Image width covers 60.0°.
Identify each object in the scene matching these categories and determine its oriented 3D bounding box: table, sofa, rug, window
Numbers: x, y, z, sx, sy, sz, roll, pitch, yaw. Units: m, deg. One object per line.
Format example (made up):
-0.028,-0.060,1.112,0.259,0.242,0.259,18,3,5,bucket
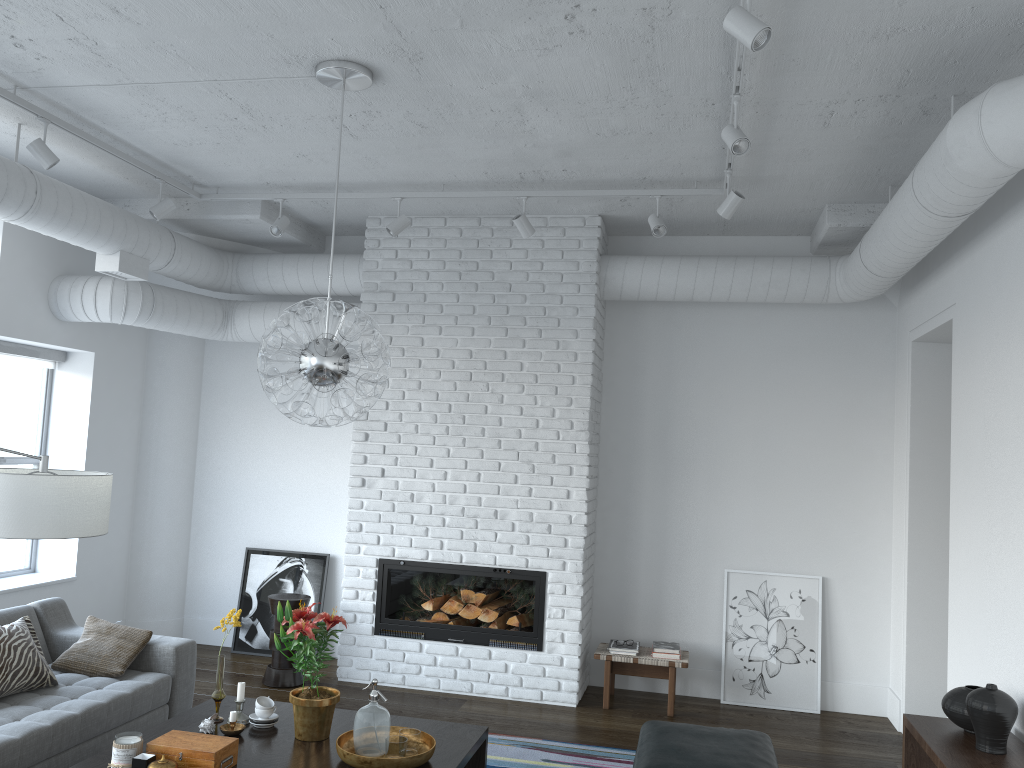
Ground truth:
1.649,1.622,2.953,0.375,0.617,1.362,2,-4,12,table
-1.505,1.703,5.922,0.282,0.558,0.281,4,-4,-9,table
-2.416,1.426,3.590,0.991,0.684,2.541,2,-4,12,sofa
-0.819,1.826,3.294,2.735,0.012,3.760,2,-4,12,rug
0.853,1.943,5.846,0.605,0.345,0.405,2,-4,12,table
-3.773,-0.032,4.105,0.107,2.340,4.566,2,-4,12,window
-0.891,1.624,3.364,1.306,0.394,1.362,2,-4,12,table

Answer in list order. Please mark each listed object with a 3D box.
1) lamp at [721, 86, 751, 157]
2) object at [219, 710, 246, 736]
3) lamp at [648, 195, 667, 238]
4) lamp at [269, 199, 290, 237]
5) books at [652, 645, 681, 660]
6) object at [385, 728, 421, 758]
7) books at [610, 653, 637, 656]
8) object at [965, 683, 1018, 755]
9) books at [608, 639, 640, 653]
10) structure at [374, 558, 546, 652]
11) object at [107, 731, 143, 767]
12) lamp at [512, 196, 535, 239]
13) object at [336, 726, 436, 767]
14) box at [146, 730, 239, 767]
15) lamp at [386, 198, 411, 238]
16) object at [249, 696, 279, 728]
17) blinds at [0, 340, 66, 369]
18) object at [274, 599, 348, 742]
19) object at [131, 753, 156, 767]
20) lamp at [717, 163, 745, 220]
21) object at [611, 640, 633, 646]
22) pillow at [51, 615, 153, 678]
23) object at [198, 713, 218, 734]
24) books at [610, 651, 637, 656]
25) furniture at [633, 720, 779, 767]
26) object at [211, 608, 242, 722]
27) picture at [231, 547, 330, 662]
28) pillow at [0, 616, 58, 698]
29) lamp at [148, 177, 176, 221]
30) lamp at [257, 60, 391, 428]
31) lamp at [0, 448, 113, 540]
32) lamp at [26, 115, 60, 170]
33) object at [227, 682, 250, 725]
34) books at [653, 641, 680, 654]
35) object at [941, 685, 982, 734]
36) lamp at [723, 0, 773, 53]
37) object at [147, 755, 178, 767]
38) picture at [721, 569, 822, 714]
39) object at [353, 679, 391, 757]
0.939,-1.090,3.724,0.094,0.285,0.154,4,-4,-15,lamp
-1.142,1.385,3.628,0.102,0.098,0.102,6,-6,-38,object
0.843,-0.987,5.150,0.093,0.285,0.154,4,-4,-10,lamp
-1.479,-1.070,5.648,0.095,0.285,0.154,2,-4,10,lamp
1.016,1.764,5.841,0.185,0.032,0.267,2,-4,10,books
-0.424,1.407,3.438,0.085,0.089,0.195,1,-5,21,object
0.748,1.765,5.884,0.172,0.011,0.273,2,-4,11,books
1.759,1.223,3.254,0.171,0.236,0.171,2,-5,17,object
0.745,1.739,5.887,0.202,0.019,0.280,2,-4,10,books
-0.289,1.519,6.189,1.168,0.578,0.675,2,-4,12,structure
-1.389,1.330,3.201,0.106,0.116,0.117,4,-4,-8,object
0.070,-1.015,5.319,0.154,0.285,0.097,6,-5,-37,lamp
-0.488,1.417,3.433,0.383,0.068,0.383,6,-5,-35,object
-1.172,1.356,3.251,0.294,0.093,0.169,2,-4,12,box
-0.700,-1.042,5.484,0.154,0.285,0.090,5,-5,-20,lamp
-1.050,1.391,3.763,0.121,0.113,0.124,0,-5,32,object
-3.317,-0.206,5.891,0.086,0.130,0.903,2,-4,12,blinds
-0.837,1.171,3.644,0.284,0.558,0.275,5,-5,-26,object
-1.298,1.341,3.126,0.058,0.055,0.058,2,-4,12,object
1.146,-1.008,4.657,0.104,0.285,0.154,6,-5,-37,lamp
0.732,1.712,5.900,0.134,0.038,0.093,5,-5,-21,object
-2.090,1.348,4.526,0.427,0.261,0.236,2,-4,14,pillow
-1.249,1.397,3.664,0.069,0.078,0.124,3,-4,-5,object
0.744,1.753,5.875,0.171,0.011,0.306,2,-4,11,books
0.780,1.695,3.583,0.584,0.478,0.828,2,-4,12,furniture
-1.226,1.206,3.801,0.121,0.470,0.120,1,-5,28,object
-1.741,1.649,6.671,0.686,0.775,0.130,2,-4,12,picture
-2.326,1.238,3.996,0.271,0.340,0.576,2,-4,16,pillow
-2.113,-1.124,5.372,0.154,0.285,0.087,5,-5,-29,lamp
-0.770,-0.588,3.808,0.552,1.546,0.552,3,-4,0,lamp
-2.227,0.809,2.337,2.162,1.738,0.432,7,-6,-44,lamp
-2.326,-1.208,4.411,0.154,0.285,0.087,6,-5,-34,lamp
-1.163,1.358,3.794,0.098,0.174,0.098,3,-4,6,object
1.018,1.737,5.851,0.173,0.025,0.238,2,-4,10,books
1.818,1.276,3.474,0.245,0.168,0.245,3,-4,4,object
0.734,-1.173,2.765,0.154,0.285,0.100,0,-5,35,lamp
-1.217,1.331,3.089,0.103,0.077,0.103,4,-4,-16,object
1.747,1.723,5.974,0.637,0.884,0.093,2,-4,12,picture
-0.548,1.306,3.491,0.143,0.288,0.143,4,-4,-16,object
